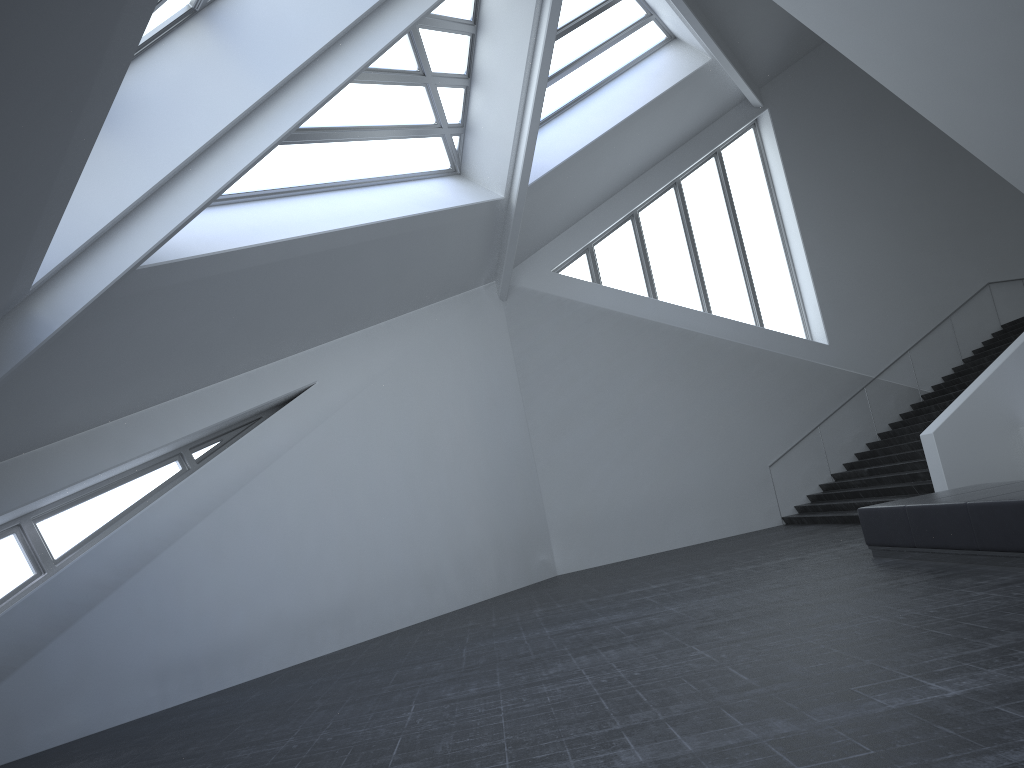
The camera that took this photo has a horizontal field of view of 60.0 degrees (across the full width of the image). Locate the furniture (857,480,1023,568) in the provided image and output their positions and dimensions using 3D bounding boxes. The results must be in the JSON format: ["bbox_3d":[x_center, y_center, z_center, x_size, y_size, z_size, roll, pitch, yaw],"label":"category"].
[{"bbox_3d":[4.879,1.118,7.420,1.488,0.580,5.742,-11,-9,-4],"label":"furniture"}]
